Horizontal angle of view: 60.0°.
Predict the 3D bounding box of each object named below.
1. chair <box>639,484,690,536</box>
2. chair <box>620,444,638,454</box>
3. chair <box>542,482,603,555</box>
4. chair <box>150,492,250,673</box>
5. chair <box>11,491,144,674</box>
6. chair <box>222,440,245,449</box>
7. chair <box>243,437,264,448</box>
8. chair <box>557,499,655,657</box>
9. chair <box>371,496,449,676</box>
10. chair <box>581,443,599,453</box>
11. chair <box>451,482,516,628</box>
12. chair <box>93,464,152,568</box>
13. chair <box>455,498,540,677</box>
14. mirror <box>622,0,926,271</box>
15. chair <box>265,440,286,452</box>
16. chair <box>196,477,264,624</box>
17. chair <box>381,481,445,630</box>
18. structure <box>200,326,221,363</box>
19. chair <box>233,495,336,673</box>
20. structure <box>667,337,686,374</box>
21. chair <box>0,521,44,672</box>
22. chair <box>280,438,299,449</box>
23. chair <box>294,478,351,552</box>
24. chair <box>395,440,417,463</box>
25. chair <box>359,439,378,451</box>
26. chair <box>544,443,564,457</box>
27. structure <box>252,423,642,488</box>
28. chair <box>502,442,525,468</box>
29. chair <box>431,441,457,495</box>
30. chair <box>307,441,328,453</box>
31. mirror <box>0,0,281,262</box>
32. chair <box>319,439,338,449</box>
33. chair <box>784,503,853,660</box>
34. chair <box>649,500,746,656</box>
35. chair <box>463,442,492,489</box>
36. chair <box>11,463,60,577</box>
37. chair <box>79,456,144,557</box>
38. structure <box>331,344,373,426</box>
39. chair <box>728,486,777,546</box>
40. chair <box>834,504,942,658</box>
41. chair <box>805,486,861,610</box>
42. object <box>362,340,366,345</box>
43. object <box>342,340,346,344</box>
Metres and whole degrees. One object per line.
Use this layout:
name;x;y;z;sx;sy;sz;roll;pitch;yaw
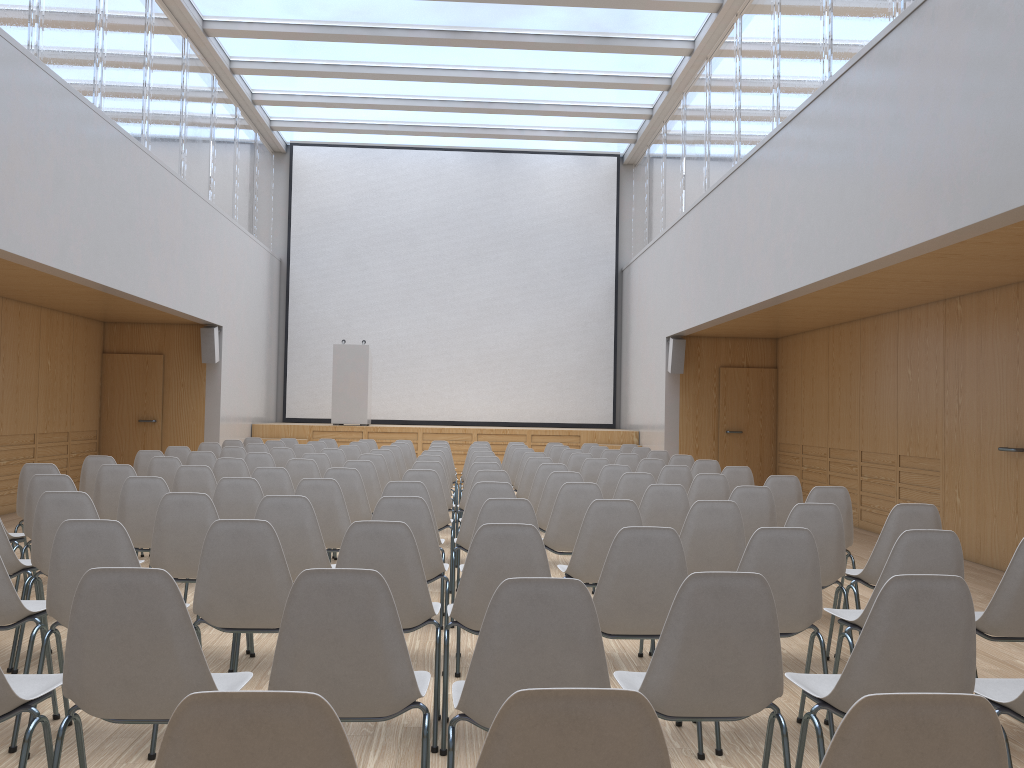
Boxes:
chair;0.915;1.052;5.620;0.479;0.876;0.505;1;-2;-3
chair;1.628;1.287;12.663;0.479;0.876;0.505;1;-2;-3
chair;0.395;1.042;5.611;0.479;0.876;0.505;1;-2;-3
chair;-1.590;0.968;4.508;0.479;0.876;0.505;1;-2;-3
chair;-2.151;0.955;4.460;0.479;0.876;0.505;1;-2;-3
chair;-3.545;1.147;11.423;0.479;0.876;0.505;1;-2;-3
chair;-3.569;1.177;12.395;0.479;0.876;0.505;1;-2;-3
chair;0.479;1.011;4.596;0.479;0.876;0.505;1;-2;-3
chair;-0.555;0.989;4.543;0.479;0.876;0.505;1;-2;-3
chair;1.083;1.277;12.663;0.479;0.876;0.505;1;-2;-3
chair;-0.135;1.028;5.525;0.479;0.876;0.505;1;-2;-3
chair;-2.784;1.005;6.430;0.479;0.876;0.505;1;-2;-3
chair;-0.042;1.000;4.550;0.479;0.876;0.505;1;-2;-3
mirror;2.741;-3.500;8.364;0.253;2.089;17.829;1;-2;-3
chair;-3.015;1.157;11.422;0.479;0.876;0.505;1;-2;-3
chair;-1.642;0.998;5.488;0.479;0.876;0.505;1;-2;-3
chair;-0.647;1.016;5.457;0.479;0.876;0.505;1;-2;-3
structure;-4.348;-0.566;12.789;0.196;0.542;0.368;1;-2;-3
chair;-1.104;0.976;4.474;0.479;0.876;0.505;1;-2;-3
structure;2.434;-0.422;13.140;0.196;0.542;0.368;1;-2;-3
chair;-2.637;0.946;4.463;0.479;0.876;0.505;1;-2;-3
chair;-3.072;1.185;12.339;0.479;0.876;0.505;1;-2;-3
chair;-1.178;1.008;5.540;0.479;0.876;0.505;1;-2;-3
chair;-1.524;1.221;12.529;0.479;0.876;0.505;1;-2;-3
chair;-2.022;1.210;12.475;0.479;0.876;0.505;1;-2;-3
chair;0.581;1.265;12.609;0.479;0.876;0.505;1;-2;-3
structure;-1.126;1.271;15.596;6.552;1.027;2.728;1;-2;-3
chair;0.044;1.254;12.600;0.479;0.876;0.505;1;-2;-3
chair;-1.017;1.230;12.507;0.479;0.876;0.505;1;-2;-3
chair;-2.486;1.167;11.409;0.479;0.876;0.505;1;-2;-3
mirror;-4.040;-3.645;8.014;0.253;2.089;17.829;1;-2;-3
chair;-2.558;1.197;12.407;0.479;0.876;0.505;1;-2;-3
chair;1.479;1.031;4.607;0.479;0.876;0.505;1;-2;-3
chair;0.992;1.023;4.651;0.479;0.876;0.505;1;-2;-3
chair;-0.447;1.242;12.516;0.479;0.876;0.505;1;-2;-3
chair;-3.296;0.993;6.383;0.479;0.876;0.505;1;-2;-3
chair;-3.354;1.024;7.401;0.479;0.876;0.505;1;-2;-3
structure;-2.757;0.027;15.324;0.605;1.379;0.605;1;-2;-3
chair;1.435;1.062;5.606;0.479;0.876;0.505;1;-2;-3
chair;1.998;1.044;4.675;0.479;0.876;0.505;1;-2;-3
chair;1.938;1.075;5.701;0.479;0.876;0.505;1;-2;-3
object;-2.550;-0.614;15.288;0.166;0.305;0.252;2;-2;-31
object;-2.897;-0.621;15.270;0.166;0.305;0.252;2;-2;-31
